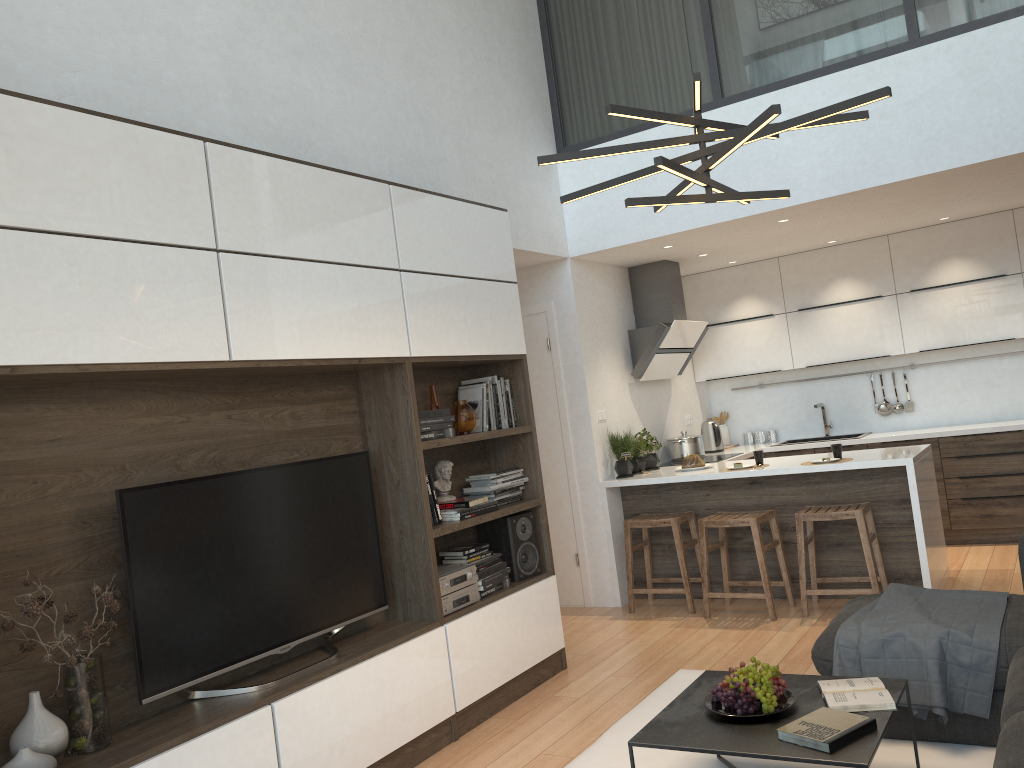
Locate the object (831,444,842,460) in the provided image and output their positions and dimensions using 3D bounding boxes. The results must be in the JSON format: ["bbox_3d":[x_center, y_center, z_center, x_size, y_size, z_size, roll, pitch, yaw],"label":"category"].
[{"bbox_3d":[1.992,0.416,5.432,0.066,0.093,0.066,-8,-2,5],"label":"object"}]

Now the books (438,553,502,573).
[{"bbox_3d":[-0.210,0.897,4.424,0.224,0.042,0.277,-8,-2,27],"label":"books"}]

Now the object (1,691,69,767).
[{"bbox_3d":[-1.457,0.938,2.508,0.313,0.397,0.313,-7,-2,-16],"label":"object"}]

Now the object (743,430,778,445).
[{"bbox_3d":[2.179,0.469,7.789,0.297,0.105,0.112,-9,-2,34],"label":"object"}]

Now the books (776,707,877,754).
[{"bbox_3d":[0.914,1.002,2.575,0.225,0.029,0.179,-6,-2,-35],"label":"books"}]

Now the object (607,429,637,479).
[{"bbox_3d":[0.764,0.465,6.152,0.186,0.367,0.196,-9,-2,32],"label":"object"}]

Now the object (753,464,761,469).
[{"bbox_3d":[1.550,0.522,5.607,0.025,0.011,0.126,-9,-2,36],"label":"object"}]

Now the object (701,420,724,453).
[{"bbox_3d":[1.675,0.441,7.460,0.179,0.270,0.220,-8,-2,19],"label":"object"}]

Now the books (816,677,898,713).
[{"bbox_3d":[1.097,0.990,2.844,0.199,0.025,0.294,-8,-2,11],"label":"books"}]

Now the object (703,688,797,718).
[{"bbox_3d":[0.769,1.032,2.866,0.295,0.026,0.295,-8,-2,26],"label":"object"}]

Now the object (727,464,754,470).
[{"bbox_3d":[1.466,0.533,5.679,0.176,0.014,0.176,-8,-2,22],"label":"object"}]

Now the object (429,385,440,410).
[{"bbox_3d":[-0.385,0.138,4.412,0.082,0.265,0.081,-6,-2,-37],"label":"object"}]

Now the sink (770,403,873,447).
[{"bbox_3d":[2.538,0.425,7.285,0.706,0.518,0.512,-9,-2,32],"label":"sink"}]

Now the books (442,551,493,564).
[{"bbox_3d":[-0.221,0.865,4.427,0.161,0.023,0.213,-9,-2,35],"label":"books"}]

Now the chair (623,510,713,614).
[{"bbox_3d":[1.004,1.163,5.820,0.450,0.600,0.350,-9,-2,32],"label":"chair"}]

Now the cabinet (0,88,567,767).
[{"bbox_3d":[-1.057,0.384,3.153,0.338,2.494,4.036,-9,-2,32],"label":"cabinet"}]

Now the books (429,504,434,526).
[{"bbox_3d":[-0.456,0.544,4.108,0.169,0.242,0.050,-9,-2,31],"label":"books"}]

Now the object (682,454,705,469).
[{"bbox_3d":[1.238,0.536,6.084,0.155,0.101,0.161,-8,-2,28],"label":"object"}]

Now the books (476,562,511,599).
[{"bbox_3d":[-0.179,0.976,4.415,0.248,0.123,0.307,-8,-2,27],"label":"books"}]

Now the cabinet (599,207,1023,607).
[{"bbox_3d":[2.650,0.050,6.142,3.495,2.401,2.401,-9,-2,32],"label":"cabinet"}]

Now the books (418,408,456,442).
[{"bbox_3d":[-0.467,0.205,4.185,0.277,0.137,0.343,-8,-2,27],"label":"books"}]

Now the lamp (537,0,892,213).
[{"bbox_3d":[0.413,-2.401,2.964,1.200,3.645,0.831,-9,-3,42],"label":"lamp"}]

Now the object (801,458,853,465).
[{"bbox_3d":[1.917,0.473,5.403,0.304,0.002,0.304,-6,-2,-26],"label":"object"}]

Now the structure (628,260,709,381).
[{"bbox_3d":[1.201,-0.547,6.905,0.407,0.998,0.898,-9,-2,32],"label":"structure"}]

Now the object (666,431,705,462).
[{"bbox_3d":[1.371,0.482,7.001,0.315,0.223,0.288,-7,-2,-17],"label":"object"}]

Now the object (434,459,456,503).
[{"bbox_3d":[-0.347,0.480,4.408,0.117,0.207,0.116,-7,-2,-17],"label":"object"}]

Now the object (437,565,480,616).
[{"bbox_3d":[-0.340,0.961,4.128,0.270,0.174,0.285,-9,-2,32],"label":"object"}]

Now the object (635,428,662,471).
[{"bbox_3d":[0.994,0.476,6.497,0.179,0.311,0.172,-9,-3,43],"label":"object"}]

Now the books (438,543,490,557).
[{"bbox_3d":[-0.240,0.830,4.438,0.161,0.023,0.213,-9,-2,35],"label":"books"}]

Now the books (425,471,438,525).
[{"bbox_3d":[-0.451,0.540,4.139,0.193,0.255,0.066,-9,-2,31],"label":"books"}]

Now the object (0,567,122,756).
[{"bbox_3d":[-1.315,0.822,2.619,0.317,0.598,0.542,-7,-2,-22],"label":"object"}]

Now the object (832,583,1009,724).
[{"bbox_3d":[1.598,1.008,3.369,0.548,0.369,0.685,-9,-3,40],"label":"object"}]

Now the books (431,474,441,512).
[{"bbox_3d":[-0.436,0.549,4.205,0.179,0.233,0.077,-9,-2,32],"label":"books"}]

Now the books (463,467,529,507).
[{"bbox_3d":[-0.100,0.551,4.673,0.224,0.176,0.374,-9,-2,31],"label":"books"}]

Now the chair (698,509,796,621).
[{"bbox_3d":[1.414,1.095,5.417,0.450,0.600,0.350,-9,-2,37],"label":"chair"}]

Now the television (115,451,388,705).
[{"bbox_3d":[-0.918,0.705,3.380,0.229,0.779,1.220,-9,-2,32],"label":"television"}]

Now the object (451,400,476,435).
[{"bbox_3d":[-0.246,0.168,4.461,0.130,0.171,0.130,-7,-2,-19],"label":"object"}]

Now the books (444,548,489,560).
[{"bbox_3d":[-0.226,0.847,4.428,0.142,0.015,0.198,-9,-2,30],"label":"books"}]

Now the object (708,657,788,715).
[{"bbox_3d":[0.757,0.964,2.877,0.256,0.173,0.279,-9,-2,29],"label":"object"}]

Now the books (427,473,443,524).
[{"bbox_3d":[-0.428,0.543,4.160,0.177,0.242,0.066,-9,-2,32],"label":"books"}]

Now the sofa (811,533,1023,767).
[{"bbox_3d":[1.317,0.804,2.337,2.108,0.995,3.169,-9,-2,32],"label":"sofa"}]

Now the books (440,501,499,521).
[{"bbox_3d":[-0.254,0.625,4.352,0.250,0.047,0.310,-9,-2,37],"label":"books"}]

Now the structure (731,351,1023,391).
[{"bbox_3d":[3.230,-0.141,7.152,3.000,0.045,0.050,-9,-2,32],"label":"structure"}]

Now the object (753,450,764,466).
[{"bbox_3d":[1.593,0.479,5.720,0.066,0.093,0.066,-7,-2,-22],"label":"object"}]

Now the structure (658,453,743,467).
[{"bbox_3d":[1.421,0.585,6.815,0.550,0.006,0.609,-9,-2,32],"label":"structure"}]

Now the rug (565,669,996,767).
[{"bbox_3d":[0.858,1.379,2.990,1.606,0.013,2.496,-9,-2,32],"label":"rug"}]

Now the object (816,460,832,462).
[{"bbox_3d":[1.879,0.464,5.315,0.025,0.012,0.126,-6,-3,-39],"label":"object"}]

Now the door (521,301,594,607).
[{"bbox_3d":[0.014,0.545,6.390,0.974,2.136,0.085,-9,-2,32],"label":"door"}]

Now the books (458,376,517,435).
[{"bbox_3d":[-0.160,0.110,4.720,0.201,0.287,0.332,-9,-2,32],"label":"books"}]

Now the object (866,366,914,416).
[{"bbox_3d":[3.090,0.063,7.240,0.320,0.389,0.069,-9,-2,33],"label":"object"}]

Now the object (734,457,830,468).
[{"bbox_3d":[1.670,0.486,5.516,0.597,0.039,0.064,-9,-2,28],"label":"object"}]

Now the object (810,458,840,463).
[{"bbox_3d":[1.895,0.466,5.365,0.176,0.014,0.176,-9,-2,36],"label":"object"}]

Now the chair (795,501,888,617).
[{"bbox_3d":[1.921,1.021,5.191,0.450,0.600,0.350,-9,-2,29],"label":"chair"}]

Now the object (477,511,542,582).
[{"bbox_3d":[-0.010,0.857,4.698,0.244,0.331,0.214,-9,-3,42],"label":"object"}]

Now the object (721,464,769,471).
[{"bbox_3d":[1.498,0.538,5.703,0.305,0.002,0.305,-7,-2,1],"label":"object"}]

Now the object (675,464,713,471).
[{"bbox_3d":[1.246,0.574,6.067,0.261,0.021,0.261,-8,-2,26],"label":"object"}]

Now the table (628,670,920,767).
[{"bbox_3d":[0.853,1.196,2.821,0.700,0.323,0.700,-9,-2,32],"label":"table"}]

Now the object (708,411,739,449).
[{"bbox_3d":[1.837,0.410,7.857,0.221,0.316,0.330,-9,-2,32],"label":"object"}]

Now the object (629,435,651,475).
[{"bbox_3d":[0.886,0.498,6.334,0.211,0.283,0.221,-5,-3,-45],"label":"object"}]

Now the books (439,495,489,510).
[{"bbox_3d":[-0.278,0.589,4.375,0.266,0.030,0.209,-8,-2,25],"label":"books"}]
